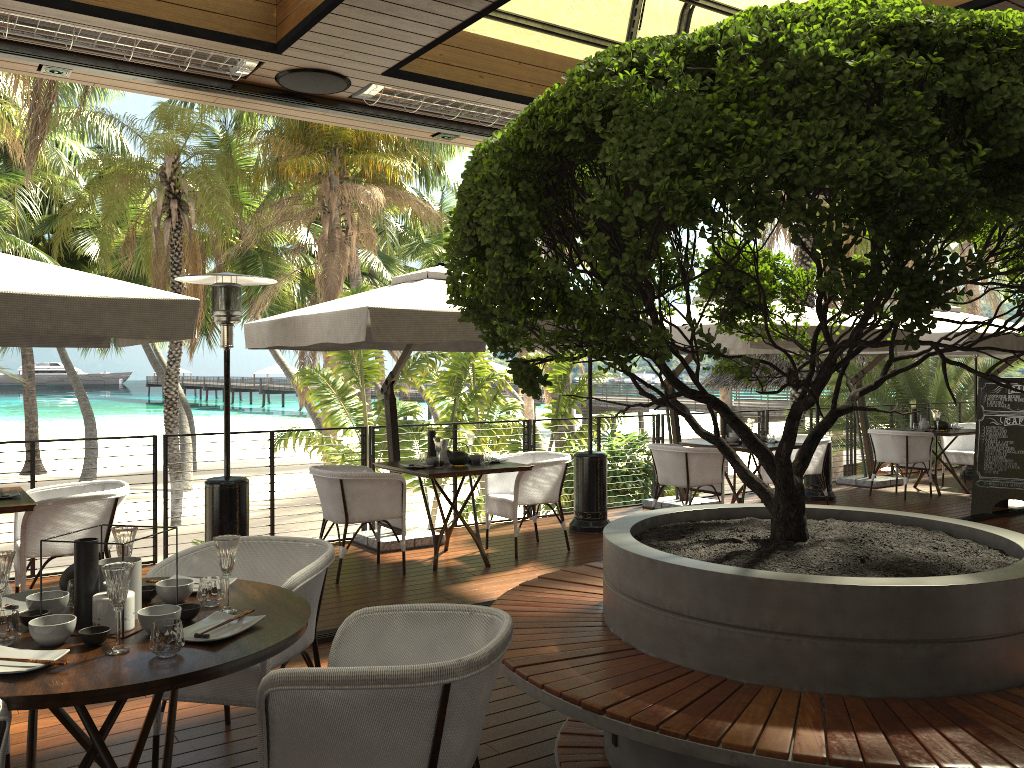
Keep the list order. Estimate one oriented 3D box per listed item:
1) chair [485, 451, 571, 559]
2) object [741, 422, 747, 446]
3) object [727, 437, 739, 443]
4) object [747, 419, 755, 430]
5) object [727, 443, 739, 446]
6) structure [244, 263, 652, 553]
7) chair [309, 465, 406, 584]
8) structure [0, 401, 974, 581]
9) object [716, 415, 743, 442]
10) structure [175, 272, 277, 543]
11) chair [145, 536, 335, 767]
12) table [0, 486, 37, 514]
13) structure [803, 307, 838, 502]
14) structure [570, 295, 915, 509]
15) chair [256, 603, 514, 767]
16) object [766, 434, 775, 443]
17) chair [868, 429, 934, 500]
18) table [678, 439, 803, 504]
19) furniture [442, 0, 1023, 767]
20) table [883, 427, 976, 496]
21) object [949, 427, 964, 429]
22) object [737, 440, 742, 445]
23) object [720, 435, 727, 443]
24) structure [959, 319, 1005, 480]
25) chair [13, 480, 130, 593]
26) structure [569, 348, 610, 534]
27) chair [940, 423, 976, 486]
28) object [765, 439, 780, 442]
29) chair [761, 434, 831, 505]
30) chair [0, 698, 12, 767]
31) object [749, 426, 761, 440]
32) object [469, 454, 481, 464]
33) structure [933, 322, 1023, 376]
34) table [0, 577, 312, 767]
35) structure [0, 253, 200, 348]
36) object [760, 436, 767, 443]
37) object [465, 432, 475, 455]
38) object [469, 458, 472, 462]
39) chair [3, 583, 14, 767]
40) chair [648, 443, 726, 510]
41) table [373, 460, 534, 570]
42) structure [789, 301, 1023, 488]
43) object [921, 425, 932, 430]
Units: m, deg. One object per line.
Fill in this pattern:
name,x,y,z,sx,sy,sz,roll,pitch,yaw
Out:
chair,0.151,0.976,7.331,0.617,0.788,0.627,0,0,-33
object,2.231,0.479,8.561,0.082,0.227,0.082,0,0,45
object,2.174,0.561,8.723,0.116,0.065,0.116,-1,1,-36
object,2.446,0.470,9.075,0.082,0.227,0.082,0,0,-33
object,2.071,0.583,8.595,0.170,0.025,0.294,-1,1,-34
structure,-0.545,0.215,6.991,2.414,2.333,2.413,0,0,-34
chair,-1.146,0.993,6.476,0.617,0.788,0.627,0,0,-33
structure,-1.975,0.961,7.352,26.268,1.153,0.163,-1,0,-34
object,2.203,0.458,8.995,0.263,0.264,0.263,0,0,11
structure,-2.034,0.293,6.331,0.699,2.192,0.699,0,0,43
chair,-1.022,1.041,3.451,0.627,0.788,0.617,0,0,12
table,-3.272,1.040,5.031,0.931,0.749,0.931,0,1,-34
structure,3.476,0.219,10.090,0.699,2.192,0.699,0,0,43
structure,2.244,0.177,8.894,2.414,2.333,2.413,0,0,-34
chair,-0.311,1.055,2.427,0.617,0.788,0.627,0,0,12
object,2.580,0.547,8.832,0.086,0.086,0.086,0,0,-30
chair,4.510,0.917,10.335,0.617,0.788,0.627,0,0,-33
table,2.330,0.965,8.853,0.931,0.749,0.931,0,1,-34
furniture,1.090,0.091,3.371,2.694,2.723,2.616,0,0,-44
table,5.127,0.927,10.761,0.931,0.749,0.931,0,1,-34
object,5.398,0.537,10.947,0.170,0.025,0.294,-1,1,-34
object,2.230,0.573,8.642,0.080,0.042,0.080,0,1,17
object,2.095,0.549,8.802,0.086,0.086,0.086,0,0,-30
structure,6.283,0.181,12.006,0.699,2.192,0.699,0,0,43
chair,-2.671,1.014,5.405,0.617,0.788,0.627,0,0,-33
structure,0.725,0.256,8.213,0.699,2.192,0.699,0,0,43
chair,5.808,0.901,11.190,0.617,0.788,0.627,0,0,-33
object,2.606,0.575,9.042,0.170,0.025,0.294,-1,1,-34
chair,2.974,0.939,9.257,0.617,0.788,0.627,0,0,-33
chair,-1.483,1.067,1.852,0.627,0.788,0.617,0,0,12
object,2.371,0.503,8.745,0.168,0.179,0.163,0,0,-32
object,-0.280,0.594,7.015,0.116,0.065,0.116,-1,1,-36
structure,7.823,0.102,12.700,2.414,2.333,2.413,0,0,-34
table,-1.183,1.073,2.591,1.166,0.749,1.166,0,1,-29
structure,-3.335,0.252,5.088,2.414,2.333,2.413,0,0,-34
object,2.503,0.557,8.914,0.116,0.065,0.116,-1,1,-36
object,-0.337,0.508,7.176,0.082,0.227,0.082,0,0,-33
object,-0.337,0.605,7.097,0.080,0.042,0.080,0,1,17
chair,-2.068,1.052,2.904,0.617,0.788,0.627,0,0,12
chair,1.628,0.956,8.369,0.617,0.788,0.627,0,0,-33
table,-0.468,1.003,6.944,0.931,0.749,0.931,0,1,-34
structure,5.034,0.140,10.797,2.414,2.333,2.413,0,0,-34
object,4.966,0.523,10.627,0.116,0.065,0.116,-1,1,-30
